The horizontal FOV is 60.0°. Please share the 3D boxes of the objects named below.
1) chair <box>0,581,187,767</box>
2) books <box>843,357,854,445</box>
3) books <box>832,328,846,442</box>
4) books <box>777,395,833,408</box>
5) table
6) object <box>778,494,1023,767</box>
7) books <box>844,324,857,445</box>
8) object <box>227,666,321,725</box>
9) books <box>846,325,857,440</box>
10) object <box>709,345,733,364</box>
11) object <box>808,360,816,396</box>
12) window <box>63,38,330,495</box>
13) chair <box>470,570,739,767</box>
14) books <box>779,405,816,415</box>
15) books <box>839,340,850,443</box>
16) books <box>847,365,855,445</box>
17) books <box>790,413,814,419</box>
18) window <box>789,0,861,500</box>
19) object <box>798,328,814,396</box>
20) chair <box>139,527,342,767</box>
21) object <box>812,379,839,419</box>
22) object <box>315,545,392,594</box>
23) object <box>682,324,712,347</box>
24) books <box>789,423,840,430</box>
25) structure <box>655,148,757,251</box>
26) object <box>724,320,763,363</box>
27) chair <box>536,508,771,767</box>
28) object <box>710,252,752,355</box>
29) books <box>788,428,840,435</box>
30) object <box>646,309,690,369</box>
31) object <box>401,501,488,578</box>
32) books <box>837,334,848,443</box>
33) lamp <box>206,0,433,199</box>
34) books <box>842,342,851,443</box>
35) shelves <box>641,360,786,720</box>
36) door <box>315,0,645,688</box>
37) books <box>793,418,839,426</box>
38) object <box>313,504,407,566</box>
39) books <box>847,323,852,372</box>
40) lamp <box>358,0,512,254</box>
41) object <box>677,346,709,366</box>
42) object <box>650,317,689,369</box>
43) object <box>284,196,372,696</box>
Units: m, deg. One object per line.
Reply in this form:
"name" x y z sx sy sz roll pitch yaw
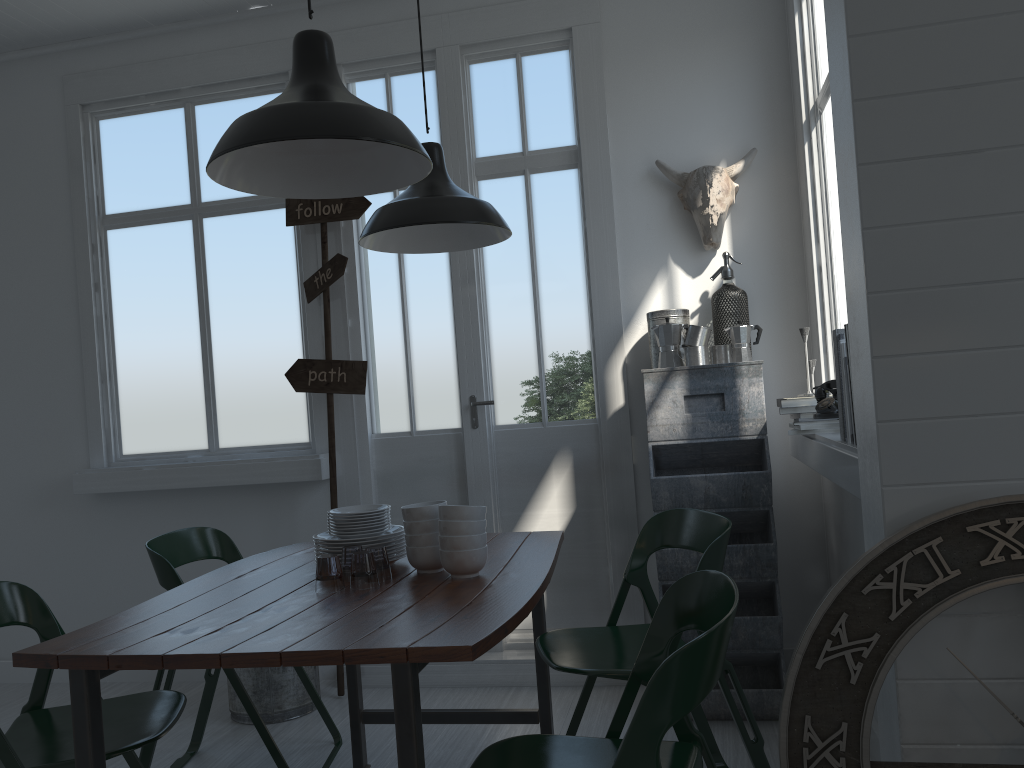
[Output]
"chair" -1.324 1.081 2.523 0.730 1.006 0.651 -4 -1 -9
"books" 1.048 0.046 2.576 0.137 0.262 0.056 -4 0 11
"books" 1.103 0.000 2.723 0.194 0.351 0.065 -4 0 11
"books" 1.239 0.072 3.711 0.236 0.035 0.296 -5 -1 13
"table" -0.429 1.043 2.715 1.171 0.929 1.695 -4 -1 9
"object" 1.154 0.800 1.778 1.111 1.138 0.585 -4 -1 -3
"books" 1.064 -0.003 2.525 0.194 0.354 0.049 -4 0 11
"object" -1.185 1.245 4.371 0.450 0.725 0.451 -4 -1 -9
"books" 1.062 -0.002 2.502 0.194 0.352 0.070 -4 0 11
"object" 0.974 -0.133 4.096 0.108 0.096 0.129 -4 -1 -29
"object" 1.337 0.038 3.933 0.095 0.289 0.095 -4 0 30
"window" -1.781 -0.634 4.919 1.482 2.398 0.254 -4 0 11
"chair" 0.244 0.952 1.904 0.730 1.006 0.651 -4 -1 11
"books" 1.264 0.100 3.695 0.262 0.028 0.320 -5 -1 21
"books" 1.089 0.017 2.630 0.199 0.314 0.025 -4 0 11
"books" 1.039 0.057 2.546 0.122 0.240 0.054 -4 0 11
"books" 1.302 0.125 3.698 0.236 0.028 0.299 -4 -1 9
"window" 1.118 -0.889 3.106 0.254 2.398 1.872 -4 -1 11
"object" 1.261 -0.095 3.792 0.095 0.289 0.095 -4 0 30
"chair" -1.110 1.091 3.577 0.730 1.006 0.651 -4 -1 1
"object" 1.233 0.056 3.386 0.171 0.146 0.203 -4 -1 15
"object" -0.460 0.538 2.601 0.172 0.098 0.241 -5 -1 15
"object" 0.848 -0.216 4.043 0.129 0.126 0.108 -4 -1 3
"books" 1.194 0.153 3.370 0.232 0.017 0.307 -4 -1 10
"structure" 0.958 -0.894 4.312 0.491 0.470 0.189 -4 0 14
"object" 1.040 -0.189 3.990 0.162 0.196 0.102 -4 -1 -30
"chair" 0.463 0.961 2.989 0.730 1.006 0.651 -4 -1 -9
"object" 1.048 -0.361 4.261 0.172 0.552 0.171 -4 -1 36
"books" 1.193 0.171 3.365 0.232 0.017 0.313 -5 -2 26
"object" 0.766 -0.209 4.303 0.205 0.290 0.205 -4 -1 13
"object" -0.202 0.463 2.672 0.309 0.216 0.149 -5 -1 44
"books" 1.089 0.009 2.662 0.187 0.333 0.060 -4 0 11
"lamp" -0.613 -1.370 2.614 0.650 1.499 0.650 -4 0 8
"books" 1.086 0.022 2.608 0.194 0.305 0.040 -4 0 11
"shelves" 0.915 0.677 4.030 0.513 1.515 0.679 -4 0 11
"door" -0.231 -0.205 4.603 1.610 3.480 0.254 -4 0 11
"books" 1.200 0.137 3.366 0.250 0.014 0.311 -5 -1 18
"object" -0.491 0.500 2.875 0.300 0.195 0.306 -3 -1 -42
"books" 1.058 -0.004 2.472 0.204 0.354 0.063 -4 0 11
"lamp" -0.378 -1.359 3.770 0.650 1.499 0.650 -4 -1 -34
"object" 0.835 -0.124 4.050 0.129 0.096 0.108 -5 -1 41
"object" 0.748 -0.188 4.124 0.205 0.249 0.130 -4 -1 2
"object" -0.940 -0.135 4.619 0.413 3.420 0.361 -5 0 44
